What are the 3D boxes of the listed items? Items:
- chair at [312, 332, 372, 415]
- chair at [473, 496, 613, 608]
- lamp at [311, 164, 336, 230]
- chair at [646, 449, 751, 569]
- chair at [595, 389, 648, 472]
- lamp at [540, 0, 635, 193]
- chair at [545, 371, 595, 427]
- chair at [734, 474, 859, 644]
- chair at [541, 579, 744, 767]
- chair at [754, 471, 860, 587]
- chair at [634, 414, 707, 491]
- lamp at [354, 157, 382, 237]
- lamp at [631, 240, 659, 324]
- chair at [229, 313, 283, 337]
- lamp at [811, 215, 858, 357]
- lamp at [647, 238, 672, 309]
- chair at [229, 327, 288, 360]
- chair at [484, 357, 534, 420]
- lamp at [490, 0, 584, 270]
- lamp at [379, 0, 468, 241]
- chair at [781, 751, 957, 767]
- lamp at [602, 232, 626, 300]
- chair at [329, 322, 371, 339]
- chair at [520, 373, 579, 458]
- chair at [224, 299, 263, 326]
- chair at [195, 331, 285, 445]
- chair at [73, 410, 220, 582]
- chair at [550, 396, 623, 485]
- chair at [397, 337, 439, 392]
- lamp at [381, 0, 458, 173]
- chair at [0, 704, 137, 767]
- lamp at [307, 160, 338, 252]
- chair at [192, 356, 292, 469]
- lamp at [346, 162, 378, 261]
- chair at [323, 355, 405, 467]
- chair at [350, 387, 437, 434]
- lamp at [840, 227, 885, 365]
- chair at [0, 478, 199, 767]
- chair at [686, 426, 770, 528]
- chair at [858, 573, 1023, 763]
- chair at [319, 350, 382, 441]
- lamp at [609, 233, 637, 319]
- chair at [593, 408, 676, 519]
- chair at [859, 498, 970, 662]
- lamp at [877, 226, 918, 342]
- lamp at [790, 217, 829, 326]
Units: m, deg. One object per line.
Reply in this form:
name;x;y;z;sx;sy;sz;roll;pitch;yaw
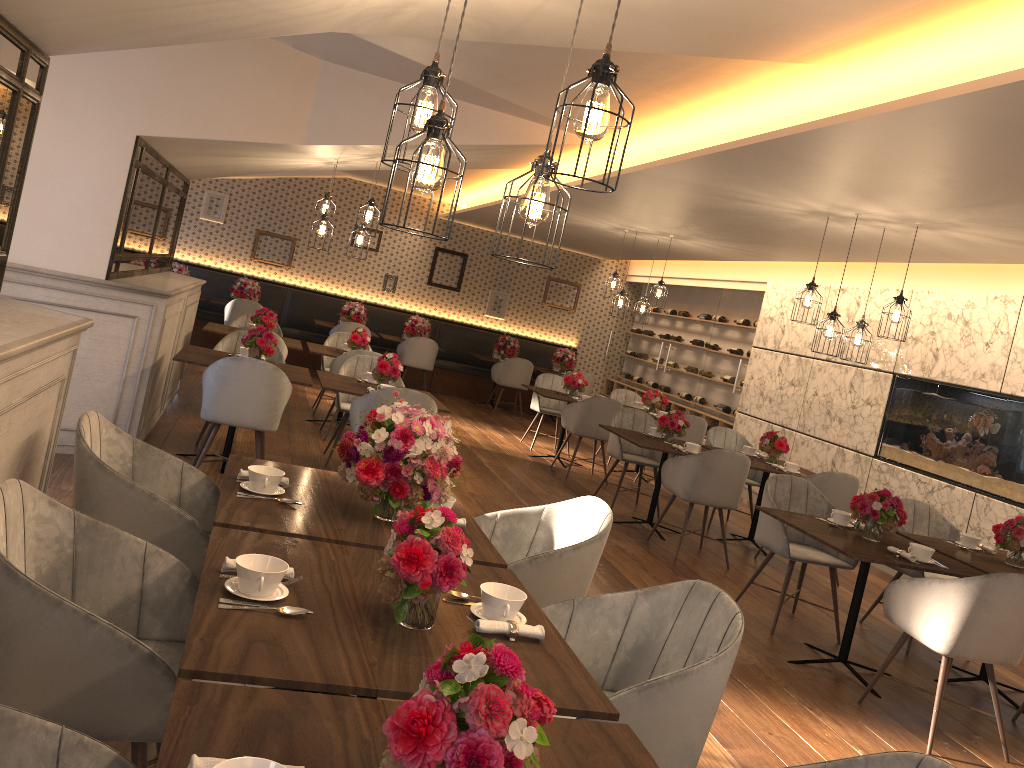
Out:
chair;-1.784;-0.094;9.355;0.563;0.871;0.529;12;2;-16
chair;0.010;0.820;3.312;0.524;0.871;0.568;12;2;-16
lamp;-1.403;-2.348;7.557;0.174;2.068;0.176;13;1;-14
chair;1.424;0.868;6.639;0.563;0.871;0.529;12;2;-16
chair;1.364;0.527;10.565;0.563;0.871;0.529;12;2;-16
lamp;0.387;-1.482;2.076;0.174;2.068;0.176;13;1;-14
chair;0.880;0.211;13.039;0.563;0.871;0.529;12;2;-16
chair;1.759;1.044;5.439;0.563;0.871;0.529;12;2;-16
chair;0.251;0.950;2.408;0.524;0.871;0.568;12;2;-16
chair;2.326;1.053;6.896;0.563;0.871;0.529;12;2;-16
chair;1.690;0.709;9.282;0.563;0.871;0.529;12;2;-16
lamp;-0.961;-2.212;7.133;0.174;2.068;0.176;13;1;-14
lamp;1.651;-1.690;9.841;0.174;2.068;0.176;13;1;-14
chair;-2.686;-0.280;9.097;0.563;0.871;0.529;12;2;-16
lamp;2.351;-1.208;5.980;0.174;2.068;0.176;13;1;-14
lamp;1.779;-1.833;9.520;0.174;2.068;0.176;13;1;-14
chair;-2.316;-0.089;7.826;0.563;0.871;0.529;12;2;-16
chair;-0.022;0.025;12.781;0.563;0.871;0.529;12;2;-16
lamp;0.259;-1.339;2.397;0.174;2.068;0.176;13;1;-14
lamp;-0.014;-1.385;2.188;0.174;2.068;0.176;13;1;-14
chair;0.492;1.081;1.503;0.524;0.871;0.568;12;2;-16
lamp;1.337;-1.969;9.944;0.174;2.068;0.176;13;1;-14
chair;-2.256;-0.434;12.143;0.563;0.871;0.529;12;2;-16
chair;0.462;0.342;10.308;0.563;0.871;0.529;12;2;-16
chair;-3.588;-0.708;11.763;0.563;0.871;0.529;12;2;-16
chair;-2.090;0.043;6.859;0.563;0.871;0.529;12;2;-16
chair;-1.235;0.565;2.938;0.524;0.871;0.568;12;2;-16
chair;0.788;0.523;9.025;0.563;0.871;0.529;12;2;-16
chair;-1.354;-0.249;12.401;0.563;0.871;0.529;12;2;-16
lamp;-0.055;-1.619;2.500;0.174;2.068;0.176;13;1;-14
chair;-0.753;0.826;1.129;0.524;0.871;0.568;12;2;-16
lamp;-1.362;-2.114;7.245;0.174;2.068;0.176;13;1;-14
chair;-1.719;0.234;5.589;0.563;0.871;0.529;12;2;-16
lamp;-1.089;-2.069;7.454;0.174;2.068;0.176;13;1;-14
chair;-1.188;0.229;7.117;0.563;0.871;0.529;12;2;-16
chair;-0.817;0.419;5.846;0.563;0.871;0.529;12;2;-16
lamp;2.624;-1.163;6.189;0.174;2.068;0.176;13;1;-14
chair;-0.994;0.696;2.034;0.524;0.871;0.568;12;2;-16
chair;1.999;0.871;8.179;0.563;0.871;0.529;12;2;-16
chair;2.086;1.226;4.156;0.563;0.871;0.529;12;2;-16
chair;-1.414;0.097;8.084;0.563;0.871;0.529;12;2;-16
lamp;1.378;-1.735;9.632;0.174;2.068;0.176;13;1;-14
chair;1.097;0.686;7.922;0.563;0.871;0.529;12;2;-16
chair;2.661;1.230;5.697;0.563;0.871;0.529;12;2;-16
lamp;2.752;-1.306;5.868;0.174;2.068;0.176;13;1;-14
lamp;2.310;-1.442;6.291;0.174;2.068;0.176;13;1;-14
